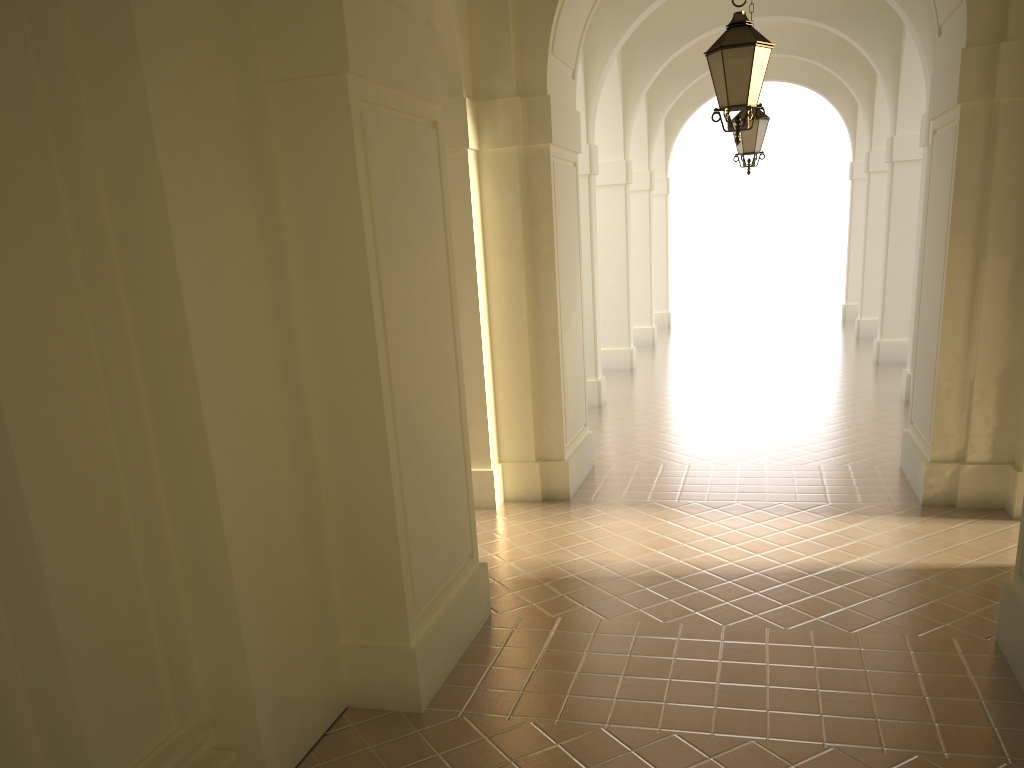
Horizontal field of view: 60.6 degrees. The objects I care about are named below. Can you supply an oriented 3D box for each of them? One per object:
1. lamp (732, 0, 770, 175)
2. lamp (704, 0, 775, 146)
[{"bbox_3d":[2.929,-4.320,10.716,0.510,3.462,0.423,1,18,15],"label":"lamp"},{"bbox_3d":[1.601,-3.452,6.113,0.440,3.462,0.490,-8,18,-13],"label":"lamp"}]
